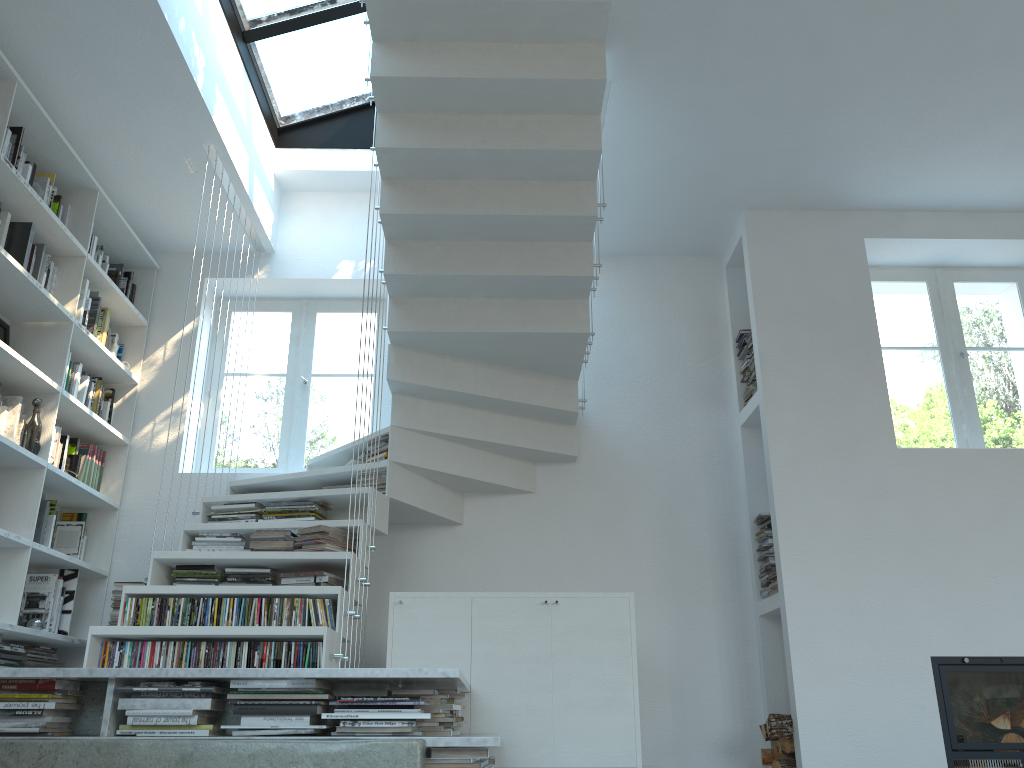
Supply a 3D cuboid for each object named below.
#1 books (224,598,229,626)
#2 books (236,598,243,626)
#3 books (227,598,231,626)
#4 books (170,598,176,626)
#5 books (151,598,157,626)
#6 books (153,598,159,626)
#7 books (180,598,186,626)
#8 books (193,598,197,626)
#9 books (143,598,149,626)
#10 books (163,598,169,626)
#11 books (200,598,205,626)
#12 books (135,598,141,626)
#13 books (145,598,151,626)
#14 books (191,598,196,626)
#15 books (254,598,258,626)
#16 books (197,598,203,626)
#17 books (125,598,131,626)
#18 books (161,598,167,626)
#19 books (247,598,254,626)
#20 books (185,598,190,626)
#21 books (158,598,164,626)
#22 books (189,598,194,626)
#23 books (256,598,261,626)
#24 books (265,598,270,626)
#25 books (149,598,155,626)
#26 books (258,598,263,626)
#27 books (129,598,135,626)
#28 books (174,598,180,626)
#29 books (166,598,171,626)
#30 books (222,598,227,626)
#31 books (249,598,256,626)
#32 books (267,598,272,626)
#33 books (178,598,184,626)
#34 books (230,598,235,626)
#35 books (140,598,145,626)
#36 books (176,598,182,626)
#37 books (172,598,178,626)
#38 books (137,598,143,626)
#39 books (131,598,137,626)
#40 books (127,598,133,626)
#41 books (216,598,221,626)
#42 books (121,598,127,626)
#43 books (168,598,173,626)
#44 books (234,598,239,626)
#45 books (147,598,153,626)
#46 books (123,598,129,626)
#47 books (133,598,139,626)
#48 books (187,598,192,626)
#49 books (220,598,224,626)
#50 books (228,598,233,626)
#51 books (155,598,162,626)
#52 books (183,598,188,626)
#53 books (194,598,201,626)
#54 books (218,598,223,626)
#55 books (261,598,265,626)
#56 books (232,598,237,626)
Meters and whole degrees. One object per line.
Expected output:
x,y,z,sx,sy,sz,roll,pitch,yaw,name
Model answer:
-1.084,0.898,3.422,0.008,0.125,0.126,0,-21,-1,books
-1.039,0.898,3.423,0.008,0.125,0.126,0,-21,-1,books
-1.076,0.898,3.422,0.008,0.125,0.126,0,-21,-1,books
-1.288,0.897,3.419,0.009,0.125,0.126,0,-21,-1,books
-1.359,0.896,3.418,0.007,0.124,0.126,0,-21,-1,books
-1.351,0.896,3.418,0.008,0.125,0.126,0,-21,-1,books
-1.249,0.897,3.419,0.008,0.125,0.126,0,-21,-1,books
-1.204,0.897,3.420,0.008,0.125,0.126,0,-21,-1,books
-1.393,0.896,3.417,0.012,0.125,0.126,0,-21,-1,books
-1.313,0.897,3.418,0.010,0.125,0.126,0,-21,-1,books
-1.176,0.897,3.420,0.010,0.125,0.126,0,-21,-1,books
-1.418,0.896,3.417,0.007,0.124,0.126,0,-21,-1,books
-1.382,0.896,3.417,0.008,0.125,0.126,0,-21,-1,books
-1.211,0.897,3.420,0.008,0.125,0.126,0,-21,-1,books
-0.973,0.899,3.424,0.013,0.125,0.126,0,-21,-1,books
-1.187,0.897,3.420,0.012,0.125,0.126,0,-21,-1,books
-1.456,0.896,3.416,0.009,0.125,0.126,0,-21,-1,books
-1.323,0.896,3.418,0.010,0.125,0.126,0,-21,-1,books
-0.999,0.898,3.423,0.009,0.125,0.126,0,-21,-1,books
-1.233,0.897,3.420,0.007,0.124,0.126,0,-21,-1,books
-1.334,0.896,3.418,0.010,0.125,0.126,0,-21,-1,books
-1.218,0.897,3.420,0.007,0.124,0.126,0,-21,-1,books
-0.965,0.899,3.424,0.009,0.125,0.126,0,-21,-1,books
-0.937,0.899,3.424,0.018,0.125,0.126,0,-21,-1,books
-1.366,0.896,3.418,0.007,0.124,0.126,0,-21,-1,books
-0.957,0.899,3.424,0.007,0.124,0.126,0,-21,-1,books
-1.441,0.896,3.416,0.007,0.124,0.126,0,-21,-1,books
-1.272,0.897,3.419,0.008,0.125,0.126,0,-21,-1,books
-1.304,0.897,3.419,0.007,0.124,0.126,0,-21,-1,books
-1.094,0.898,3.422,0.010,0.125,0.126,0,-21,-1,books
-0.988,0.899,3.423,0.016,0.125,0.126,0,-21,-1,books
-0.923,0.899,3.424,0.009,0.125,0.126,0,-21,-1,books
-1.257,0.897,3.419,0.008,0.125,0.126,0,-21,-1,books
-1.062,0.898,3.422,0.008,0.125,0.126,0,-21,-1,books
-1.402,0.896,3.417,0.010,0.125,0.126,0,-21,-1,books
-1.265,0.897,3.419,0.008,0.125,0.126,0,-21,-1,books
-1.280,0.897,3.419,0.007,0.124,0.126,0,-21,-1,books
-1.411,0.896,3.417,0.008,0.125,0.126,0,-21,-1,books
-1.434,0.896,3.416,0.008,0.125,0.126,0,-21,-1,books
-1.448,0.896,3.416,0.008,0.125,0.126,0,-21,-1,books
-1.117,0.898,3.421,0.007,0.124,0.126,0,-21,-1,books
-1.472,0.896,3.416,0.008,0.125,0.126,0,-21,-1,books
-1.295,0.897,3.419,0.009,0.125,0.126,0,-21,-1,books
-1.047,0.898,3.422,0.007,0.124,0.126,0,-21,-1,books
-1.373,0.896,3.417,0.007,0.124,0.126,0,-21,-1,books
-1.464,0.896,3.416,0.008,0.125,0.126,0,-21,-1,books
-1.426,0.896,3.417,0.009,0.125,0.126,0,-21,-1,books
-1.226,0.897,3.420,0.007,0.124,0.126,0,-21,-1,books
-1.102,0.898,3.422,0.007,0.124,0.126,0,-21,-1,books
-1.069,0.898,3.422,0.008,0.125,0.126,0,-21,-1,books
-1.343,0.896,3.418,0.008,0.125,0.126,0,-21,-1,books
-1.241,0.897,3.419,0.008,0.125,0.126,0,-21,-1,books
-1.197,0.897,3.420,0.008,0.125,0.126,0,-21,-1,books
-1.109,0.898,3.422,0.007,0.124,0.126,0,-21,-1,books
-0.947,0.899,3.424,0.012,0.125,0.126,0,-21,-1,books
-1.055,0.898,3.422,0.008,0.125,0.126,0,-21,-1,books
